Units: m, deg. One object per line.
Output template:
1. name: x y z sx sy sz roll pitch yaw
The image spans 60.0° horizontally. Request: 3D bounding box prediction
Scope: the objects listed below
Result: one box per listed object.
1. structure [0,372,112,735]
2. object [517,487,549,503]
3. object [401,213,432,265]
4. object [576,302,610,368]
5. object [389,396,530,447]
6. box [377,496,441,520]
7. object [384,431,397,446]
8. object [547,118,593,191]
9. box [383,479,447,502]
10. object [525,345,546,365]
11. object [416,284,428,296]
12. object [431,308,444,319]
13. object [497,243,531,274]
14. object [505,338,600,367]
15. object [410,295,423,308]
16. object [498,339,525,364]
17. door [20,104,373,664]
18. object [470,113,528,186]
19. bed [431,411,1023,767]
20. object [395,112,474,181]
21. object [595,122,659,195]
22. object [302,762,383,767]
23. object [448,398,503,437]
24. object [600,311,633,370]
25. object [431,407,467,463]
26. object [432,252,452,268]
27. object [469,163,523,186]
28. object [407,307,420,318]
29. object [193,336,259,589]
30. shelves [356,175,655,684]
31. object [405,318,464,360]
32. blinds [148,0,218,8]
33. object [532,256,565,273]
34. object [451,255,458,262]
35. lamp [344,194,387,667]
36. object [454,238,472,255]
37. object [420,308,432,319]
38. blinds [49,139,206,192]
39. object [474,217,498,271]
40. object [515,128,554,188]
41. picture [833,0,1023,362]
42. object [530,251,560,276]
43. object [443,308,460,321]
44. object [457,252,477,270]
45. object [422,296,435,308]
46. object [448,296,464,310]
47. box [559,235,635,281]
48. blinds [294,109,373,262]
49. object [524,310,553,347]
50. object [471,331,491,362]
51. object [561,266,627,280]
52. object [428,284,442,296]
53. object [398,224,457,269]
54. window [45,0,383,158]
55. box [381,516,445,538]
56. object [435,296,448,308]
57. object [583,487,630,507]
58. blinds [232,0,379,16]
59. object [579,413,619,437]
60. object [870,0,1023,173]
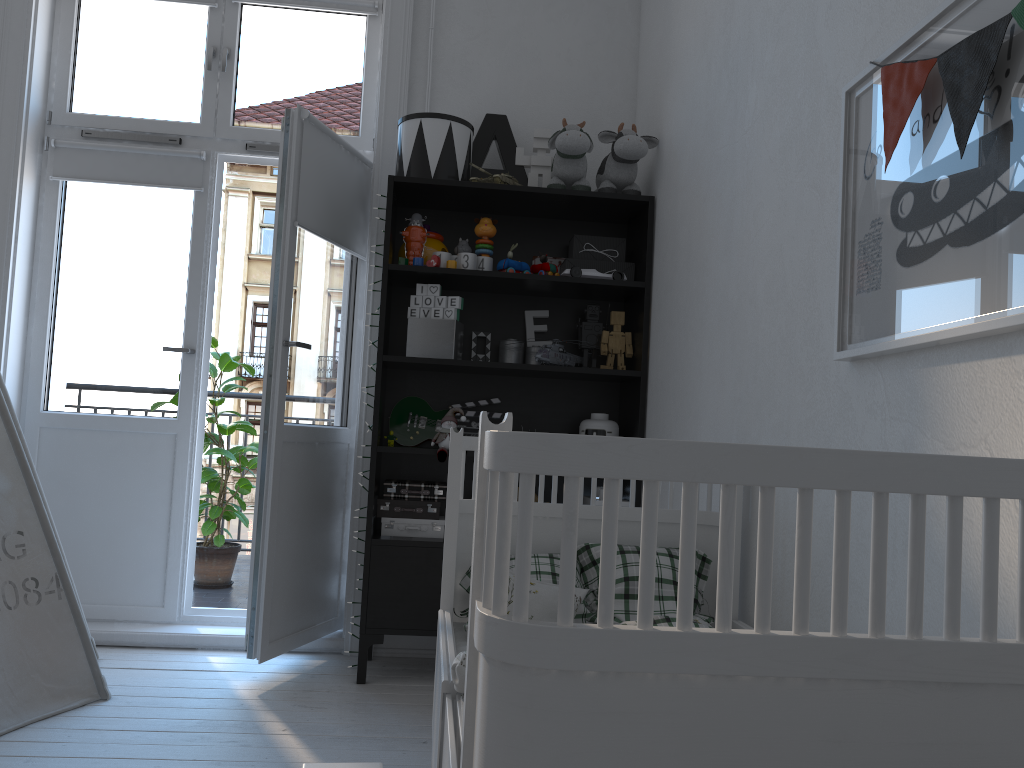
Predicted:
1. structure: -1.727 0.015 2.551 1.143 1.749 1.143 5 -4 -29
2. object: -0.011 0.459 3.174 0.337 0.186 0.111 2 -3 10
3. object: -0.327 -0.491 3.060 0.105 0.203 0.072 3 -3 3
4. object: 0.291 -0.169 3.203 0.117 0.259 0.081 3 -3 -5
5. object: -0.179 0.173 3.233 0.542 0.239 0.093 3 -3 -4
6. box: -0.360 0.433 3.098 0.215 0.062 0.179 3 -4 -5
7. object: -0.428 0.192 3.132 0.042 0.054 0.031 3 -3 5
8. object: 0.205 -0.778 3.137 0.154 0.253 0.370 3 -4 3
9. box: -0.338 0.373 3.105 0.215 0.062 0.179 3 -4 -5
10. object: 0.102 -0.099 3.164 0.078 0.091 0.246 4 -4 -10
11. object: -0.306 -0.320 3.042 0.040 0.040 0.040 3 -4 0
12. object: -0.251 -0.237 3.027 0.040 0.040 0.040 2 -4 10
13. object: 0.010 -0.430 3.112 0.121 0.126 0.087 5 -4 -28
14. object: 0.158 -0.104 3.136 0.368 0.105 0.349 3 -4 -3
15. object: -0.325 -0.281 3.043 0.040 0.040 0.040 3 -4 5
16. object: -0.003 -0.108 3.239 0.095 0.110 0.095 3 -4 0
17. door: -1.191 -0.029 3.138 1.264 1.837 0.637 3 -3 -3
18. object: -0.067 -0.830 3.312 0.343 0.344 0.057 3 -3 -5
19. bed: 0.226 0.494 1.372 0.670 0.832 1.404 3 -4 -5
20. object: -0.253 -0.804 3.219 0.272 0.259 0.395 2 -4 23
21. object: 0.355 -0.768 3.155 0.211 0.253 0.386 4 -4 -21
22. object: -0.321 0.756 1.338 0.288 0.245 0.332 4 -4 -10
23. object: -0.135 0.143 3.213 0.201 0.199 0.048 3 -3 -5
24. object: 0.371 -0.149 3.147 0.114 0.221 0.052 3 -3 -6
25. object: -0.203 0.168 2.937 0.110 0.186 0.129 4 -4 -18
26. object: -0.244 -0.418 3.064 0.067 0.067 0.067 3 -4 -4
27. object: -0.055 -0.720 3.123 0.121 0.100 0.338 1 -4 30
28. object: -0.333 -0.241 3.042 0.040 0.040 0.040 2 -4 10
29. object: -1.495 0.374 4.397 0.720 1.224 0.489 3 -3 5
30. shelves: -0.022 0.173 3.124 0.911 1.677 0.353 3 -3 -5
31. object: -0.266 -0.148 3.061 0.170 0.138 0.124 2 -4 10
32. blinds: -1.426 -1.526 3.424 0.565 0.087 0.032 3 -3 -5
33. object: 0.248 -0.408 3.332 0.347 0.131 0.037 3 -3 -5
34. object: -0.195 -0.412 3.112 0.067 0.067 0.067 5 -4 -31
35. lamp: -0.053 0.171 3.185 0.985 1.683 0.095 4 -3 -8
36. object: -0.179 -0.450 3.219 0.063 0.160 0.063 5 -4 -26
37. object: -0.293 -0.239 3.043 0.040 0.040 0.040 3 -4 0
38. blinds: -1.464 -0.834 3.384 0.565 0.158 0.032 3 -3 -5
39. object: -0.096 -0.480 3.105 0.077 0.213 0.077 1 -4 28
40. object: 0.106 -0.795 3.295 0.190 0.290 0.065 3 -3 0
41. picture: 0.625 -0.307 1.226 0.030 0.492 0.704 3 -4 -5
42. object: 0.115 -0.421 3.163 0.087 0.112 0.122 5 -4 -34
43. object: -0.206 -0.236 3.019 0.040 0.040 0.040 1 -4 25
44. object: -0.156 -0.413 3.056 0.067 0.067 0.067 3 -4 -4
45. object: -0.280 -0.279 3.035 0.040 0.040 0.040 2 -4 15
46. object: -0.192 -0.275 3.020 0.040 0.040 0.040 2 -4 20
47. box: 0.311 -0.438 3.233 0.251 0.189 0.179 3 -4 -5
48. blinds: -0.618 -0.686 3.169 0.032 0.390 0.565 2 -4 15
49. object: 0.098 -0.203 3.296 0.107 0.151 0.055 3 -3 -5
50. object: -0.114 -0.125 3.264 0.070 0.134 0.028 3 -3 -5
51. object: 0.284 -0.378 3.087 0.230 0.048 0.098 4 -4 -15
52. object: -0.265 -0.318 3.035 0.040 0.040 0.040 3 -4 5
53. object: -0.301 -0.480 3.133 0.197 0.197 0.318 4 -4 -9
54. window: -1.138 -1.258 3.456 1.263 0.660 0.101 3 -3 -5
55. box: -0.344 0.495 3.096 0.215 0.062 0.179 3 -4 -5
56. object: -0.236 -0.277 3.027 0.040 0.040 0.040 1 -4 25
57. object: 0.330 0.465 3.117 0.132 0.199 0.267 3 -4 -5
58. blinds: -0.808 -1.502 3.480 0.565 0.060 0.032 3 -3 -5
59. object: 0.308 0.185 3.144 0.139 0.162 0.139 5 -4 -30
60. object: 0.647 -0.513 1.074 0.058 0.414 0.905 3 -4 -6
